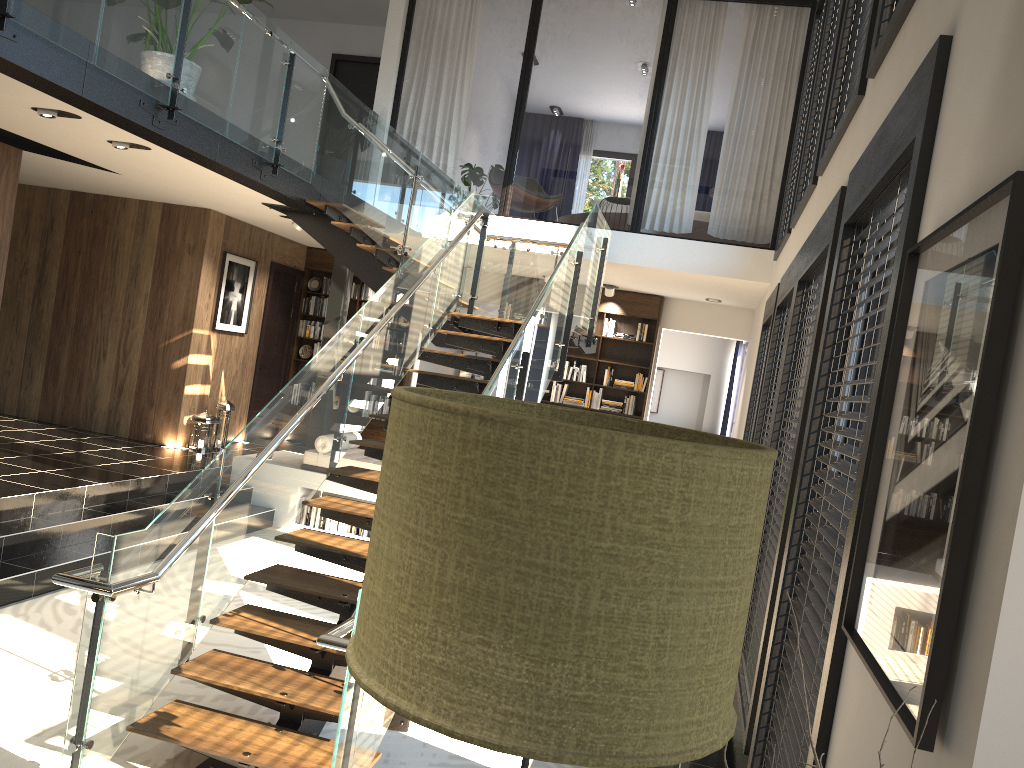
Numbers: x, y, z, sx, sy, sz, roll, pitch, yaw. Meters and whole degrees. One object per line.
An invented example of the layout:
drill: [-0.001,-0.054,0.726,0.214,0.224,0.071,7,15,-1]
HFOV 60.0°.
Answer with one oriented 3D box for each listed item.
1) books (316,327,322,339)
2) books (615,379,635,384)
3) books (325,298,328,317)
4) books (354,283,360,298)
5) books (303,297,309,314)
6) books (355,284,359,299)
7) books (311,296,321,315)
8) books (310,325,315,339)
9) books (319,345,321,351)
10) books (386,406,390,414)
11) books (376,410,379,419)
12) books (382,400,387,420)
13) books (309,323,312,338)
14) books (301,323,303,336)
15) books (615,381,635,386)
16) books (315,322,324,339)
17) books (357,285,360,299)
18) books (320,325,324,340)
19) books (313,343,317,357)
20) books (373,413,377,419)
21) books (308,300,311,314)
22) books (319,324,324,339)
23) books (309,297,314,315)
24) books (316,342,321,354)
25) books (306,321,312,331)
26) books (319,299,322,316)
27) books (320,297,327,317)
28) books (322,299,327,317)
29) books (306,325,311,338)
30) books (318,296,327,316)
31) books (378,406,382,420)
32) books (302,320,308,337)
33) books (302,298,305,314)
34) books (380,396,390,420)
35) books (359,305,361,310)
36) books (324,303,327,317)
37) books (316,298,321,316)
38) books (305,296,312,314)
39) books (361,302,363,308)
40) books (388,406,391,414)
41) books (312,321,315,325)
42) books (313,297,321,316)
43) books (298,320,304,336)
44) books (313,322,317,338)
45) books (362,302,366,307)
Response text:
books: [-2.661,-0.703,12.335,0.026,0.167,0.173,10,1,12]
books: [1.463,-0.028,11.475,0.246,0.021,0.148,9,1,12]
books: [-2.525,-1.053,12.292,0.033,0.273,0.189,10,2,12]
books: [-2.131,-1.275,12.221,0.039,0.212,0.172,10,2,12]
books: [-2.864,-1.087,12.373,0.023,0.231,0.143,10,2,12]
books: [-2.104,-1.265,12.201,0.023,0.202,0.201,10,1,12]
books: [-2.720,-1.082,12.332,0.022,0.267,0.198,10,2,12]
books: [-2.750,-0.724,12.348,0.035,0.181,0.165,10,1,12]
books: [-2.653,-0.419,12.338,0.031,0.245,0.120,10,2,12]
books: [-1.686,0.405,12.132,0.032,0.195,0.134,10,2,12]
books: [-1.797,0.323,12.125,0.012,0.322,0.177,10,2,12]
books: [-1.720,0.351,12.108,0.018,0.292,0.191,10,2,12]
books: [-2.785,-0.745,12.391,0.018,0.208,0.126,10,2,12]
books: [-2.895,-0.754,12.395,0.045,0.192,0.164,10,2,12]
books: [1.457,-0.008,11.462,0.260,0.020,0.167,9,1,10]
books: [-2.683,-0.742,12.327,0.026,0.237,0.164,10,2,12]
books: [-2.075,-1.257,12.229,0.024,0.194,0.182,10,1,12]
books: [-2.592,-0.710,12.293,0.016,0.206,0.204,10,1,12]
books: [-2.706,-0.433,12.313,0.026,0.257,0.192,10,2,12]
books: [-1.849,0.348,12.146,0.037,0.256,0.145,10,2,12]
books: [-2.780,-1.060,12.349,0.025,0.204,0.192,10,1,12]
books: [-2.617,-0.721,12.334,0.053,0.216,0.151,10,2,12]
books: [-2.748,-1.080,12.341,0.035,0.255,0.183,10,2,12]
books: [-2.680,-0.438,12.318,0.018,0.275,0.144,10,2,12]
books: [-2.837,-0.765,12.400,0.018,0.232,0.123,10,2,12]
books: [-2.621,-1.060,12.323,0.018,0.256,0.172,10,2,12]
books: [-2.606,-1.061,12.301,0.019,0.264,0.175,10,2,12]
books: [-2.577,-1.052,12.321,0.032,0.255,0.160,10,2,12]
books: [-2.819,-0.730,12.377,0.037,0.169,0.148,10,2,12]
books: [-2.634,-1.078,12.329,0.015,0.288,0.154,10,2,12]
books: [-1.780,0.344,12.125,0.029,0.286,0.138,10,2,12]
books: [-2.866,-0.770,12.359,0.022,0.235,0.194,10,2,12]
books: [-2.883,-1.083,12.396,0.023,0.215,0.148,10,2,12]
books: [-1.733,0.328,12.111,0.016,0.332,0.195,10,2,12]
books: [-2.077,-0.967,12.253,0.028,0.242,0.194,10,2,12]
books: [-2.554,-1.031,12.313,0.024,0.220,0.123,10,2,12]
books: [-2.670,-1.061,12.306,0.039,0.243,0.179,10,2,12]
books: [-2.815,-1.092,12.383,0.066,0.255,0.127,10,2,12]
books: [-2.053,-0.981,12.221,0.027,0.279,0.166,10,2,12]
books: [-1.632,0.334,12.093,0.065,0.354,0.164,10,2,12]
books: [-2.766,-0.755,12.380,0.019,0.236,0.139,10,2,12]
books: [-2.697,-1.075,12.332,0.027,0.261,0.181,10,2,12]
books: [-2.928,-0.776,12.408,0.030,0.224,0.166,10,2,12]
books: [-2.709,-0.745,12.353,0.036,0.235,0.169,10,2,12]
books: [-2.031,-0.977,12.222,0.016,0.278,0.209,10,2,12]
